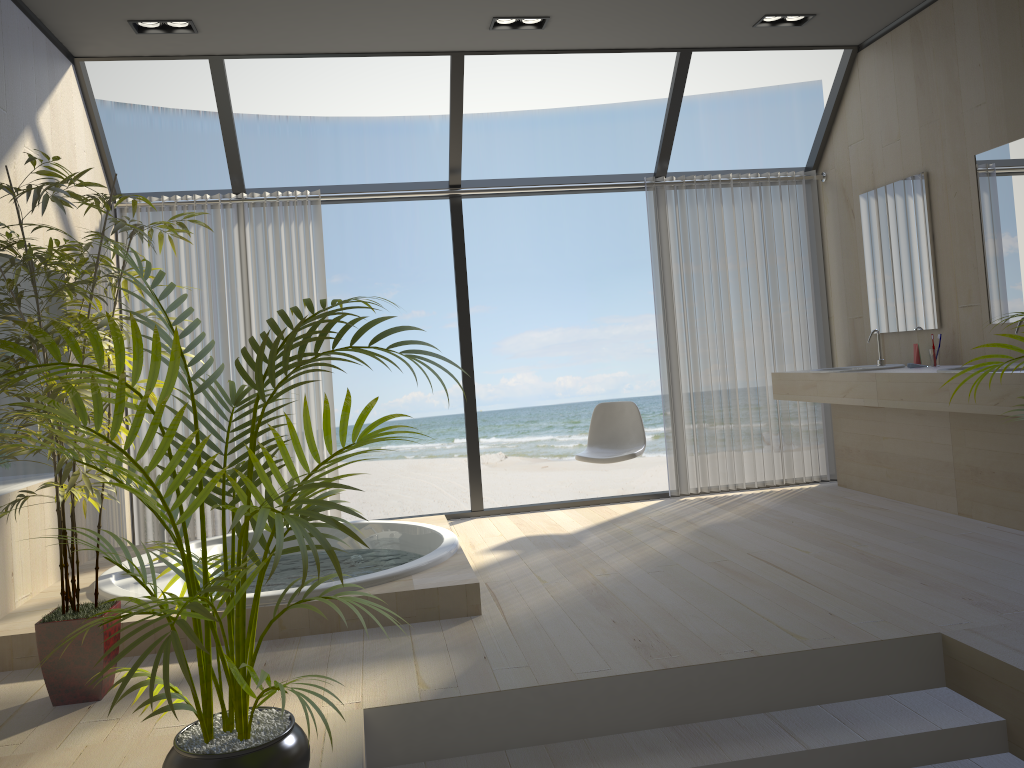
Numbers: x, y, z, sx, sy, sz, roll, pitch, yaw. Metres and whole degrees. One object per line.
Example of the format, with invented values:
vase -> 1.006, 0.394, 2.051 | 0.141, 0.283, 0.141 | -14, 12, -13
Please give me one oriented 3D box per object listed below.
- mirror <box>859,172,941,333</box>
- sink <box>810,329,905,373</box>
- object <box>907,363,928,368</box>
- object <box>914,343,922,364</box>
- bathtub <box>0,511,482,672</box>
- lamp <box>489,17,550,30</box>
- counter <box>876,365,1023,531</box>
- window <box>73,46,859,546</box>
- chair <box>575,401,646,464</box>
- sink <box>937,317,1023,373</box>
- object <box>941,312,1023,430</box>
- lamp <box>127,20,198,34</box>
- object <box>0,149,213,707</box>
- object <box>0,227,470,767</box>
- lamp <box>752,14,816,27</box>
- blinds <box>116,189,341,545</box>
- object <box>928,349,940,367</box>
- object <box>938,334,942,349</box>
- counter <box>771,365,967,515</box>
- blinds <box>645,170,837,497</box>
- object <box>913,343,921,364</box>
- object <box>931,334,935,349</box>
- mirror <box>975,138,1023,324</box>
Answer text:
mirror -> 2.263, -0.742, 5.194 | 0.023, 0.870, 0.652 | -4, -1, -9
sink -> 2.012, -0.102, 5.175 | 0.504, 0.420, 0.573 | -4, 0, -6
object -> 2.196, -0.102, 4.791 | 0.104, 0.029, 0.032 | -3, 0, 31
object -> 2.276, -0.161, 4.968 | 0.039, 0.135, 0.039 | -6, -2, 39
bathtub -> -1.147, 0.896, 4.083 | 1.822, 0.699, 1.645 | -4, 1, -9
lamp -> 0.034, -1.963, 4.694 | 0.301, 0.112, 0.164 | -4, 0, -9
counter -> 2.273, 0.324, 4.012 | 0.551, 0.792, 1.203 | -4, 0, -9
window -> -0.070, -0.575, 5.401 | 4.563, 2.819, 0.743 | -4, -2, -9
chair -> 0.594, 0.292, 5.308 | 0.368, 0.348, 0.454 | -4, 0, 19
sink -> 2.202, -0.086, 3.985 | 0.504, 0.420, 0.573 | -4, 0, -6
object -> 1.572, 0.216, 2.173 | 0.914, 1.159, 0.751 | -4, -1, 24
lamp -> -1.737, -1.827, 4.405 | 0.301, 0.112, 0.164 | -4, 0, -9
object -> -1.497, 0.132, 2.868 | 0.786, 1.760, 0.935 | -5, -1, 16
object -> -0.571, 0.288, 1.916 | 1.066, 1.348, 0.871 | -4, -1, -21
lamp -> 1.512, -2.076, 4.935 | 0.301, 0.112, 0.164 | -4, 0, -9
blinds -> -1.687, -0.112, 5.317 | 1.183, 2.074, 0.084 | -4, -2, -9
object -> 2.287, -0.140, 4.786 | 0.058, 0.100, 0.058 | -4, -1, -2
object -> 2.299, -0.182, 4.782 | 0.053, 0.175, 0.012 | -5, -2, 16
counter -> 2.083, 0.308, 5.202 | 0.551, 0.792, 1.203 | -4, 0, -9
blinds -> 1.519, -0.357, 5.840 | 1.183, 2.074, 0.084 | -4, -2, -9
object -> 2.225, -0.155, 4.866 | 0.039, 0.135, 0.039 | -6, -2, 39
object -> 2.269, -0.181, 4.761 | 0.012, 0.178, 0.050 | -5, -2, 30
mirror -> 2.453, -0.731, 4.176 | 0.023, 0.870, 0.652 | -4, -1, -9
